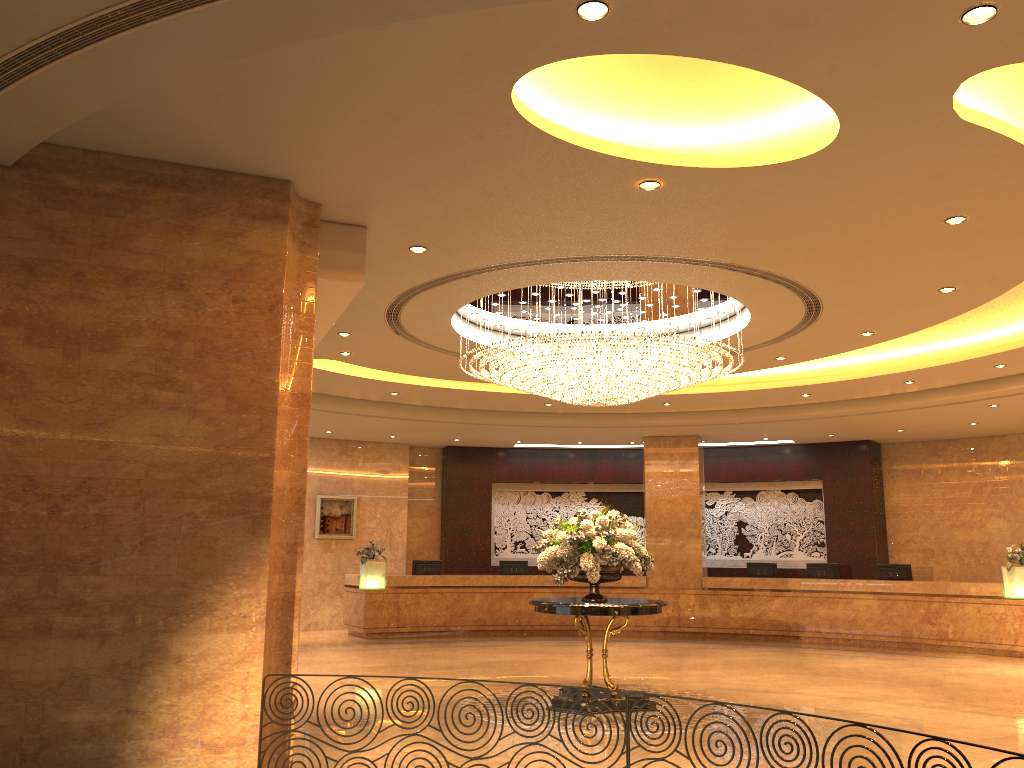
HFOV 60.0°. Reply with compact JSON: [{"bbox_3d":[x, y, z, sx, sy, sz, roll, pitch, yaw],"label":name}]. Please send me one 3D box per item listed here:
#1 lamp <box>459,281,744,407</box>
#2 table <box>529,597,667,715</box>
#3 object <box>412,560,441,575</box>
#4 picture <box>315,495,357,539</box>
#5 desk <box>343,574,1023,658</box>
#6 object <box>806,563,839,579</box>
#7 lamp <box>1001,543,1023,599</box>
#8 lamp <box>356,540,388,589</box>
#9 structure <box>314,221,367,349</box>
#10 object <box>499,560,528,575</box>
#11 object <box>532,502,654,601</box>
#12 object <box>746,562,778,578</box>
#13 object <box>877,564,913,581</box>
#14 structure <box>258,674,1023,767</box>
[{"bbox_3d":[1.002,-0.345,10.163,3.206,1.196,3.204,-3,-11,15],"label":"lamp"},{"bbox_3d":[0.926,2.881,9.521,1.493,1.089,1.493,6,-12,-27],"label":"table"},{"bbox_3d":[-1.724,3.798,17.864,0.531,0.500,0.430,-3,-11,15],"label":"object"},{"bbox_3d":[-3.716,2.818,18.762,0.875,0.890,0.068,7,-13,-30],"label":"picture"},{"bbox_3d":[3.136,4.297,16.984,12.951,1.155,3.466,-2,-11,13],"label":"desk"},{"bbox_3d":[6.006,3.714,17.130,0.430,0.500,0.531,4,-11,-18],"label":"object"},{"bbox_3d":[8.364,3.036,14.454,0.532,0.897,0.606,10,-15,-42],"label":"lamp"},{"bbox_3d":[-2.699,3.466,17.051,0.577,0.925,0.542,4,-11,-19],"label":"lamp"},{"bbox_3d":[-2.125,-0.697,8.951,0.425,0.483,4.113,5,-12,-21],"label":"structure"},{"bbox_3d":[0.029,3.897,18.314,0.531,0.500,0.430,-6,-12,29],"label":"object"},{"bbox_3d":[0.904,1.860,9.739,1.277,0.999,1.318,-1,-11,9],"label":"object"},{"bbox_3d":[4.987,3.809,17.665,0.430,0.500,0.531,5,-12,-24],"label":"object"},{"bbox_3d":[7.076,3.576,16.371,0.430,0.500,0.531,3,-11,-13],"label":"object"},{"bbox_3d":[0.508,1.675,1.990,3.815,0.995,7.624,1,-11,-3],"label":"structure"}]
